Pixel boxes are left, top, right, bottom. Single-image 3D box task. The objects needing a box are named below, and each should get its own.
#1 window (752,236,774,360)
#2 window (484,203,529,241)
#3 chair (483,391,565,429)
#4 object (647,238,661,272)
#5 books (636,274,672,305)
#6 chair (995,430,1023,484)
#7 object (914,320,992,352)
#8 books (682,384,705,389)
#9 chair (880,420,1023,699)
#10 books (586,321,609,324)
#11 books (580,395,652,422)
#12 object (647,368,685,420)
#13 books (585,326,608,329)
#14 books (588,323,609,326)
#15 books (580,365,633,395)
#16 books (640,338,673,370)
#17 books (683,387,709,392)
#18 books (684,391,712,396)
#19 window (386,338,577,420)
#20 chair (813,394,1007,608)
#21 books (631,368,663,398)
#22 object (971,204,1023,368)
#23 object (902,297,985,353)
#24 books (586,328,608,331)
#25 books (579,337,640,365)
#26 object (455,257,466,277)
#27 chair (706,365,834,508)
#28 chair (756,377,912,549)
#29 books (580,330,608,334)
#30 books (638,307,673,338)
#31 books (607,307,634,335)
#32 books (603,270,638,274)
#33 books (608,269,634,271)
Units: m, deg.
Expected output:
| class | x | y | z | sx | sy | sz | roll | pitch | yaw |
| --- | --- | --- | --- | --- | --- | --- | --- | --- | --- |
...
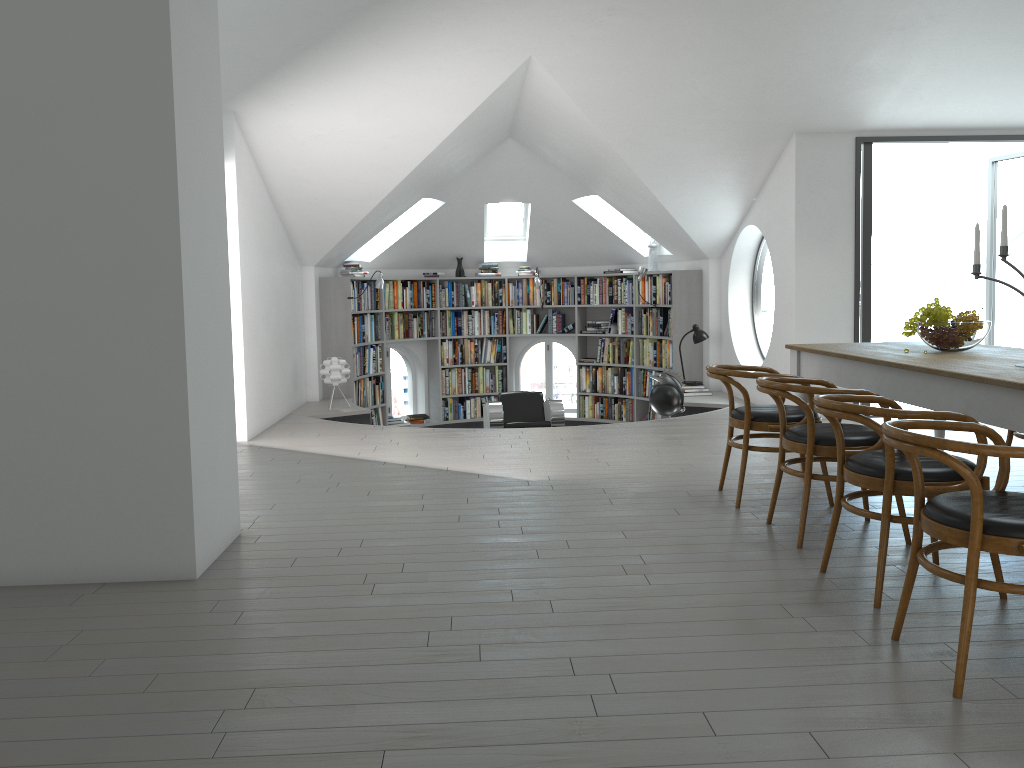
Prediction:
| class | x | y | z | sx | sy | sz | roll | pitch | yaw |
| --- | --- | --- | --- | --- | --- | --- | --- | --- | --- |
| window | 2.679 | -0.865 | 8.860 | 0.104 | 1.467 | 1.474 | -1 | 5 | -3 |
| window | -0.059 | -2.181 | 10.976 | 4.055 | 0.712 | 1.937 | -1 | 6 | -3 |
| chair | 0.122 | 0.468 | 9.896 | 0.823 | 0.718 | 0.743 | -2 | 5 | -8 |
| object | 1.718 | -1.599 | 10.796 | 0.179 | 0.471 | 0.179 | -1 | 4 | 6 |
| books | 1.831 | -1.132 | 10.611 | 0.293 | 0.361 | 1.016 | -3 | 6 | -20 |
| chair | 3.080 | 0.225 | 4.854 | 0.621 | 0.733 | 0.528 | -1 | 5 | -3 |
| object | 2.282 | -0.246 | 4.596 | 0.360 | 0.159 | 0.361 | -3 | 6 | -22 |
| books | 1.954 | 0.021 | 9.678 | 0.269 | 0.031 | 0.286 | 0 | 6 | 7 |
| chair | 1.433 | 0.487 | 2.656 | 0.621 | 0.733 | 0.528 | -1 | 5 | 0 |
| books | 1.152 | -0.812 | 11.620 | 0.269 | 0.031 | 0.286 | -4 | 6 | -22 |
| books | 1.460 | 0.321 | 11.318 | 0.360 | 0.310 | 1.499 | -6 | 7 | -40 |
| object | 1.493 | 0.127 | 8.592 | 0.320 | 0.561 | 0.321 | -4 | 5 | -30 |
| books | 1.154 | -0.749 | 11.624 | 0.269 | 0.031 | 0.286 | -7 | 8 | -42 |
| books | 1.153 | -0.780 | 11.622 | 0.214 | 0.036 | 0.227 | -7 | 8 | -42 |
| books | 1.275 | -0.063 | 11.516 | 0.872 | 0.350 | 0.272 | 3 | 7 | 39 |
| books | 1.857 | -0.366 | 10.652 | 0.275 | 0.347 | 1.023 | -3 | 6 | -17 |
| books | 1.955 | 0.053 | 9.680 | 0.286 | 0.034 | 0.305 | -2 | 6 | -13 |
| books | 1.955 | 0.090 | 9.683 | 0.365 | 0.042 | 0.389 | -1 | 6 | -3 |
| window | -0.569 | -0.073 | 11.962 | 3.232 | 1.148 | 0.618 | -3 | 5 | -17 |
| chair | 1.467 | 0.411 | 3.380 | 0.621 | 0.733 | 0.528 | -2 | 5 | -7 |
| books | 1.829 | 0.009 | 10.741 | 0.304 | 0.358 | 1.186 | -3 | 6 | -21 |
| object | 2.272 | -0.500 | 3.596 | 0.266 | 0.873 | 0.776 | -4 | 6 | -28 |
| object | 2.254 | -0.309 | 4.605 | 0.394 | 0.283 | 0.293 | -5 | 7 | -38 |
| books | 1.154 | -0.718 | 11.626 | 0.286 | 0.031 | 0.270 | 3 | 7 | 32 |
| books | 1.326 | -0.438 | 11.425 | 0.974 | 0.351 | 0.252 | 4 | 7 | 40 |
| object | -0.677 | -1.541 | 11.722 | 0.147 | 0.264 | 0.202 | -2 | 5 | -6 |
| chair | 1.373 | 0.262 | 4.828 | 0.621 | 0.733 | 0.528 | -1 | 5 | 1 |
| chair | 1.449 | 0.336 | 4.105 | 0.621 | 0.733 | 0.528 | -1 | 5 | -3 |
| books | 1.155 | -0.686 | 11.629 | 0.388 | 0.042 | 0.366 | 3 | 7 | 37 |
| books | 1.841 | -0.749 | 10.628 | 0.279 | 0.357 | 1.054 | -3 | 6 | -17 |
| books | 1.486 | -0.810 | 11.291 | 0.553 | 0.350 | 0.256 | 4 | 7 | 44 |
| books | 1.403 | -1.432 | 11.360 | 0.317 | 0.036 | 0.336 | -6 | 8 | -40 |
| books | 1.403 | -1.460 | 11.358 | 0.233 | 0.027 | 0.248 | -5 | 7 | -30 |
